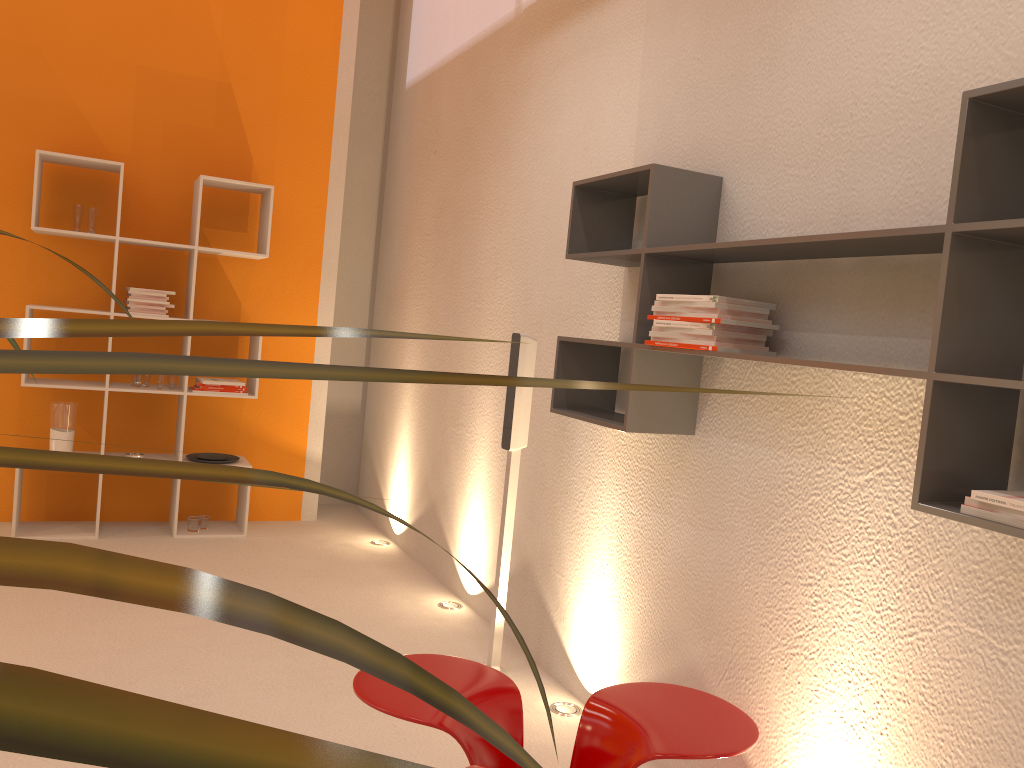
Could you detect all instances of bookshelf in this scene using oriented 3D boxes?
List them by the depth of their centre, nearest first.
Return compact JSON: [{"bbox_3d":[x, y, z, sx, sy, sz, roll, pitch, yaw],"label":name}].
[{"bbox_3d":[0.901,0.543,1.604,0.322,2.145,3.370,4,4,-23],"label":"bookshelf"},{"bbox_3d":[-1.026,1.261,4.540,3.516,4.600,1.107,7,4,22],"label":"bookshelf"}]

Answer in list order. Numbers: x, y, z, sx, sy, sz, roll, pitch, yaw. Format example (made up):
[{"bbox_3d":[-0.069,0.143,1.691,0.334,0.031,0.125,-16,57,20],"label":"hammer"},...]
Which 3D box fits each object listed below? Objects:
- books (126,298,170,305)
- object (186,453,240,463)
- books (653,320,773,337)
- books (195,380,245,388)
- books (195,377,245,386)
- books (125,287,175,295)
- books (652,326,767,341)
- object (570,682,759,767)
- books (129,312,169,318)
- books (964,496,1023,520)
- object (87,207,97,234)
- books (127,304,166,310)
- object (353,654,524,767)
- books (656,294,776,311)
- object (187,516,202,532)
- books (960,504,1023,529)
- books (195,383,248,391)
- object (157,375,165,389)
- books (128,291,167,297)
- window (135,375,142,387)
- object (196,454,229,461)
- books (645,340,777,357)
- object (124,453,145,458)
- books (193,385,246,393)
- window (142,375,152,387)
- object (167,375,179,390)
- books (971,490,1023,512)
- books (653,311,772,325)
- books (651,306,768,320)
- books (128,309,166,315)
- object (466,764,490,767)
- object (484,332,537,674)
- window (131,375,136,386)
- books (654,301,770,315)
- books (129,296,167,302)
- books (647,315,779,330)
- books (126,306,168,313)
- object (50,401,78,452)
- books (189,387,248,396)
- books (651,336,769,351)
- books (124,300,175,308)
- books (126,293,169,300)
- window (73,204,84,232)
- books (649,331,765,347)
[{"bbox_3d":[-2.007,-0.456,4.883,0.210,0.013,0.296,4,4,-25],"label":"books"},{"bbox_3d":[-1.722,0.430,5.108,0.294,0.020,0.294,6,4,14],"label":"object"},{"bbox_3d":[0.553,-0.154,2.444,0.230,0.017,0.227,3,4,-35],"label":"books"},{"bbox_3d":[-1.661,0.001,5.046,0.254,0.015,0.190,4,4,-24],"label":"books"},{"bbox_3d":[-1.657,-0.014,5.032,0.227,0.017,0.230,4,4,-30],"label":"books"},{"bbox_3d":[-1.995,-0.512,4.886,0.230,0.017,0.227,4,4,-30],"label":"books"},{"bbox_3d":[0.538,-0.139,2.441,0.190,0.015,0.254,4,4,-29],"label":"books"},{"bbox_3d":[0.349,1.011,2.119,0.420,0.450,0.391,4,4,-25],"label":"object"},{"bbox_3d":[-2.014,-0.385,4.887,0.210,0.013,0.296,4,4,-25],"label":"books"},{"bbox_3d":[0.959,0.231,1.534,0.190,0.015,0.254,4,4,-19],"label":"books"},{"bbox_3d":[-2.032,1.987,1.509,0.351,5.384,6.779,5,3,-5],"label":"object"},{"bbox_3d":[-2.016,-0.426,4.889,0.190,0.015,0.254,4,4,-24],"label":"books"},{"bbox_3d":[-0.196,0.955,2.164,0.420,0.450,0.391,8,4,35],"label":"object"},{"bbox_3d":[0.560,-0.225,2.439,0.230,0.017,0.227,3,4,-35],"label":"books"},{"bbox_3d":[0.849,2.628,0.762,0.129,2.692,10.507,3,4,-33],"label":"object"},{"bbox_3d":[0.957,0.245,1.543,0.190,0.015,0.254,4,4,-24],"label":"books"},{"bbox_3d":[-1.654,0.017,5.048,0.254,0.015,0.190,4,4,-29],"label":"books"},{"bbox_3d":[-2.096,2.403,1.346,0.870,4.604,7.392,6,3,5],"label":"object"},{"bbox_3d":[-2.009,-0.497,4.884,0.190,0.015,0.254,4,4,-24],"label":"books"},{"bbox_3d":[-2.232,0.752,1.572,0.908,1.393,6.719,5,3,-6],"label":"window"},{"bbox_3d":[-1.726,0.428,5.109,0.178,0.020,0.178,5,3,-8],"label":"object"},{"bbox_3d":[0.541,-0.098,2.440,0.210,0.013,0.297,4,4,-30],"label":"books"},{"bbox_3d":[-2.076,0.403,4.878,0.105,0.035,0.106,7,4,18],"label":"object"},{"bbox_3d":[-1.664,0.029,5.043,0.268,0.011,0.190,4,4,-24],"label":"books"},{"bbox_3d":[-2.953,2.185,3.943,2.294,4.526,1.860,4,4,-25],"label":"window"},{"bbox_3d":[0.227,2.084,2.037,0.190,3.502,7.694,3,4,-36],"label":"object"},{"bbox_3d":[0.973,0.216,1.535,0.230,0.017,0.227,4,4,-25],"label":"books"},{"bbox_3d":[0.547,-0.182,2.439,0.190,0.011,0.268,4,4,-29],"label":"books"},{"bbox_3d":[0.542,-0.196,2.446,0.190,0.015,0.254,3,4,-34],"label":"books"},{"bbox_3d":[-2.014,-0.398,4.890,0.190,0.011,0.268,4,4,-24],"label":"books"},{"bbox_3d":[0.045,1.008,1.672,0.391,0.450,0.420,6,3,5],"label":"object"},{"bbox_3d":[-0.025,0.461,3.413,0.116,1.317,0.111,4,4,-29],"label":"object"},{"bbox_3d":[-3.024,2.195,3.045,0.993,4.599,4.234,6,3,7],"label":"window"},{"bbox_3d":[0.545,-0.210,2.437,0.190,0.015,0.254,4,4,-29],"label":"books"},{"bbox_3d":[-2.007,-0.468,4.886,0.190,0.011,0.268,4,4,-24],"label":"books"},{"bbox_3d":[0.547,-0.169,2.436,0.210,0.013,0.297,4,4,-30],"label":"books"},{"bbox_3d":[-2.018,-0.412,4.898,0.190,0.015,0.254,4,4,-29],"label":"books"},{"bbox_3d":[-2.421,0.247,4.776,0.129,0.291,0.129,6,3,3],"label":"object"},{"bbox_3d":[-1.669,0.041,5.043,0.296,0.013,0.210,4,4,-25],"label":"books"},{"bbox_3d":[0.540,-0.111,2.443,0.190,0.011,0.268,4,4,-29],"label":"books"},{"bbox_3d":[-2.002,-0.441,4.890,0.230,0.017,0.227,4,4,-30],"label":"books"},{"bbox_3d":[-2.012,-0.483,4.894,0.190,0.015,0.254,4,4,-29],"label":"books"},{"bbox_3d":[-1.813,2.059,0.534,0.481,5.399,8.922,5,3,-13],"label":"window"},{"bbox_3d":[0.535,-0.125,2.450,0.190,0.015,0.254,3,4,-34],"label":"books"}]
